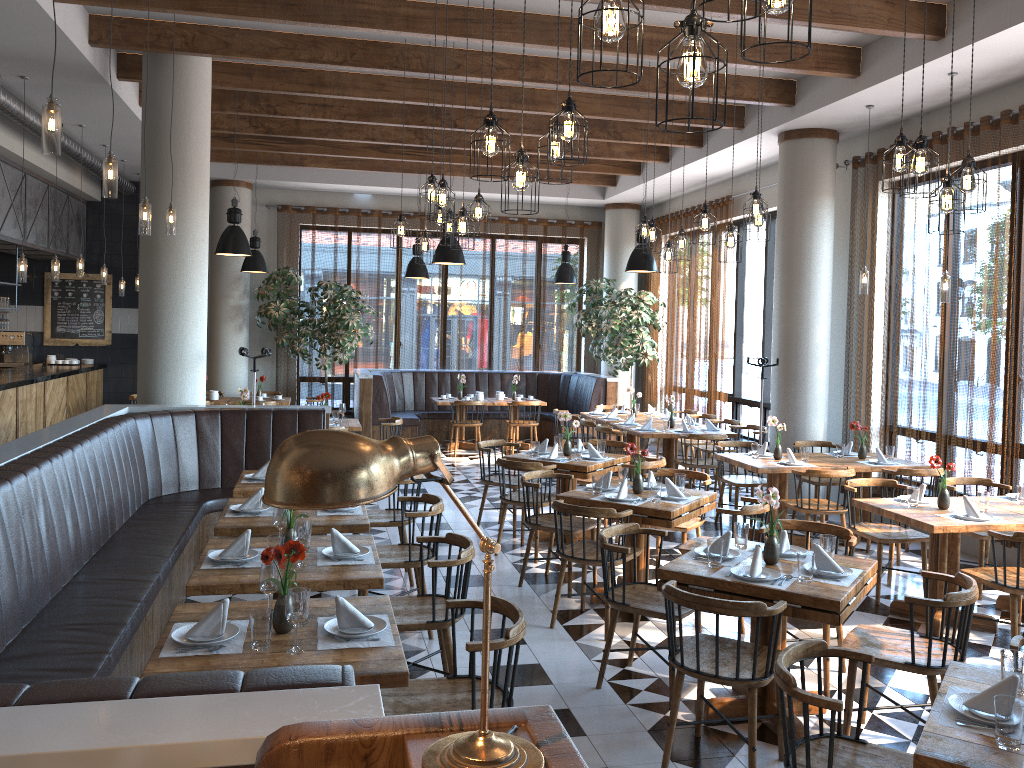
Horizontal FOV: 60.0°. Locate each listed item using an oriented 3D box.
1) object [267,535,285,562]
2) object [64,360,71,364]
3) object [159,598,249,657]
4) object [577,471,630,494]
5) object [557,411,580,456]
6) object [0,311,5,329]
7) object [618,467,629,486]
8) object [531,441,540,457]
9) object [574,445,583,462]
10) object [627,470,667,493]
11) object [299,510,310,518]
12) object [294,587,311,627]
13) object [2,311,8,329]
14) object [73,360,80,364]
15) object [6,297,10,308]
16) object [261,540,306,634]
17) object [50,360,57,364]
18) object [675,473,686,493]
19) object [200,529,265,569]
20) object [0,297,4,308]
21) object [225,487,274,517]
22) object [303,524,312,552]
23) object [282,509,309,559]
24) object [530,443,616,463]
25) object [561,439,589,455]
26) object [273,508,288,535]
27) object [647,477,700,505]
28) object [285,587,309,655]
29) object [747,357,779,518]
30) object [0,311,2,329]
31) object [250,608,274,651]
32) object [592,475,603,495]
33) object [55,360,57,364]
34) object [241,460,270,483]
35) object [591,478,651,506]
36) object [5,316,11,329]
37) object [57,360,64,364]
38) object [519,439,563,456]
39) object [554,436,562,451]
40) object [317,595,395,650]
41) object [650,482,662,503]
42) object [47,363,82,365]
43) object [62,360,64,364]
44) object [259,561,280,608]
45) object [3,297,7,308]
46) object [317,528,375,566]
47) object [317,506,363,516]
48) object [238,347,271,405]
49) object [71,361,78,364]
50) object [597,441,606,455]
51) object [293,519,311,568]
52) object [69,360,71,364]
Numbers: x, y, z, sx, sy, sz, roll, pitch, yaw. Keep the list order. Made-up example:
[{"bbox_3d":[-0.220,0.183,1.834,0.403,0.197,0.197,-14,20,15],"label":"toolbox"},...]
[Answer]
[{"bbox_3d":[-1.114,0.784,4.173,0.080,0.132,0.080,1,2,-13],"label":"object"},{"bbox_3d":[-6.745,-0.323,13.426,0.079,0.066,0.098,1,3,0],"label":"object"},{"bbox_3d":[-1.098,0.845,3.192,0.272,0.137,0.352,1,3,-12],"label":"object"},{"bbox_3d":[0.655,0.686,6.363,0.272,0.137,0.352,4,4,33],"label":"object"},{"bbox_3d":[0.507,0.446,8.001,0.206,0.400,0.146,2,2,7],"label":"object"},{"bbox_3d":[-6.244,-0.781,10.827,0.081,0.215,0.081,1,2,-21],"label":"object"},{"bbox_3d":[0.818,0.683,6.523,0.080,0.132,0.080,2,2,2],"label":"object"},{"bbox_3d":[0.205,0.579,7.894,0.080,0.132,0.080,3,3,42],"label":"object"},{"bbox_3d":[0.576,0.603,7.673,0.080,0.132,0.080,3,3,42],"label":"object"},{"bbox_3d":[1.024,0.690,6.448,0.352,0.137,0.272,4,4,33],"label":"object"},{"bbox_3d":[-1.218,0.674,5.205,0.081,0.215,0.081,3,2,41],"label":"object"},{"bbox_3d":[-0.804,0.845,3.352,0.080,0.132,0.080,0,2,-27],"label":"object"},{"bbox_3d":[-6.267,-0.788,10.928,0.081,0.215,0.081,1,2,-21],"label":"object"},{"bbox_3d":[-6.673,-0.330,13.553,0.079,0.066,0.098,1,3,0],"label":"object"},{"bbox_3d":[-6.282,-1.012,11.018,0.080,0.132,0.080,2,2,17],"label":"object"},{"bbox_3d":[-0.834,0.740,3.227,0.156,0.355,0.171,1,2,-19],"label":"object"},{"bbox_3d":[-6.936,-0.325,13.383,0.079,0.066,0.098,1,3,0],"label":"object"},{"bbox_3d":[1.194,0.707,6.292,0.080,0.132,0.080,1,2,-8],"label":"object"},{"bbox_3d":[-1.335,0.770,4.264,0.272,0.137,0.352,1,3,-12],"label":"object"},{"bbox_3d":[-6.231,-0.996,10.788,0.080,0.132,0.080,2,2,17],"label":"object"},{"bbox_3d":[-1.574,0.694,5.346,0.272,0.137,0.352,1,3,-12],"label":"object"},{"bbox_3d":[-1.042,0.769,4.430,0.080,0.132,0.080,0,2,-27],"label":"object"},{"bbox_3d":[-1.053,0.643,4.305,0.146,0.400,0.207,1,2,-5],"label":"object"},{"bbox_3d":[0.538,0.590,7.818,0.578,0.137,0.582,4,4,32],"label":"object"},{"bbox_3d":[0.641,0.568,8.200,0.352,0.137,0.272,4,4,33],"label":"object"},{"bbox_3d":[-1.171,0.721,4.484,0.081,0.215,0.081,2,2,18],"label":"object"},{"bbox_3d":[1.112,0.716,6.081,0.272,0.137,0.352,4,4,33],"label":"object"},{"bbox_3d":[-0.748,0.822,3.080,0.081,0.215,0.081,1,2,-21],"label":"object"},{"bbox_3d":[2.622,0.548,9.346,0.374,1.657,0.375,1,2,-30],"label":"object"},{"bbox_3d":[-6.220,-0.773,10.718,0.081,0.215,0.081,1,2,-21],"label":"object"},{"bbox_3d":[-0.876,0.859,3.096,0.080,0.132,0.080,1,2,-13],"label":"object"},{"bbox_3d":[0.592,0.701,6.145,0.080,0.132,0.080,1,2,-8],"label":"object"},{"bbox_3d":[-6.959,-0.333,13.490,0.079,0.066,0.098,1,3,0],"label":"object"},{"bbox_3d":[-1.816,0.618,6.442,0.272,0.137,0.352,1,3,-12],"label":"object"},{"bbox_3d":[0.743,0.712,5.996,0.352,0.137,0.272,4,4,33],"label":"object"},{"bbox_3d":[-6.289,-0.795,11.031,0.081,0.215,0.081,1,2,-21],"label":"object"},{"bbox_3d":[-6.840,-0.324,13.405,0.079,0.066,0.098,1,3,0],"label":"object"},{"bbox_3d":[0.271,0.564,8.115,0.272,0.137,0.352,4,4,33],"label":"object"},{"bbox_3d":[0.432,0.560,8.272,0.080,0.132,0.080,0,2,-37],"label":"object"},{"bbox_3d":[-0.584,0.851,3.297,0.272,0.137,0.352,1,3,-12],"label":"object"},{"bbox_3d":[0.962,0.725,5.924,0.080,0.132,0.080,1,2,-8],"label":"object"},{"bbox_3d":[-6.805,-0.302,13.459,0.437,0.018,0.273,1,4,-12],"label":"object"},{"bbox_3d":[-6.864,-0.332,13.511,0.079,0.066,0.098,1,3,0],"label":"object"},{"bbox_3d":[-0.933,0.796,3.406,0.081,0.215,0.081,2,2,18],"label":"object"},{"bbox_3d":[-6.257,-1.004,10.903,0.080,0.132,0.080,2,2,17],"label":"object"},{"bbox_3d":[-0.820,0.776,4.369,0.272,0.137,0.352,1,3,-12],"label":"object"},{"bbox_3d":[-1.059,0.701,5.451,0.272,0.137,0.352,1,3,-12],"label":"object"},{"bbox_3d":[-2.430,0.485,8.322,0.374,1.657,0.375,1,2,-35],"label":"object"},{"bbox_3d":[-6.649,-0.322,13.447,0.079,0.066,0.098,1,3,0],"label":"object"},{"bbox_3d":[0.808,0.585,8.041,0.080,0.132,0.080,0,2,-37],"label":"object"},{"bbox_3d":[-0.986,0.747,4.157,0.081,0.215,0.081,1,2,-21],"label":"object"},{"bbox_3d":[-6.768,-0.331,13.532,0.079,0.066,0.098,1,3,0],"label":"object"}]
